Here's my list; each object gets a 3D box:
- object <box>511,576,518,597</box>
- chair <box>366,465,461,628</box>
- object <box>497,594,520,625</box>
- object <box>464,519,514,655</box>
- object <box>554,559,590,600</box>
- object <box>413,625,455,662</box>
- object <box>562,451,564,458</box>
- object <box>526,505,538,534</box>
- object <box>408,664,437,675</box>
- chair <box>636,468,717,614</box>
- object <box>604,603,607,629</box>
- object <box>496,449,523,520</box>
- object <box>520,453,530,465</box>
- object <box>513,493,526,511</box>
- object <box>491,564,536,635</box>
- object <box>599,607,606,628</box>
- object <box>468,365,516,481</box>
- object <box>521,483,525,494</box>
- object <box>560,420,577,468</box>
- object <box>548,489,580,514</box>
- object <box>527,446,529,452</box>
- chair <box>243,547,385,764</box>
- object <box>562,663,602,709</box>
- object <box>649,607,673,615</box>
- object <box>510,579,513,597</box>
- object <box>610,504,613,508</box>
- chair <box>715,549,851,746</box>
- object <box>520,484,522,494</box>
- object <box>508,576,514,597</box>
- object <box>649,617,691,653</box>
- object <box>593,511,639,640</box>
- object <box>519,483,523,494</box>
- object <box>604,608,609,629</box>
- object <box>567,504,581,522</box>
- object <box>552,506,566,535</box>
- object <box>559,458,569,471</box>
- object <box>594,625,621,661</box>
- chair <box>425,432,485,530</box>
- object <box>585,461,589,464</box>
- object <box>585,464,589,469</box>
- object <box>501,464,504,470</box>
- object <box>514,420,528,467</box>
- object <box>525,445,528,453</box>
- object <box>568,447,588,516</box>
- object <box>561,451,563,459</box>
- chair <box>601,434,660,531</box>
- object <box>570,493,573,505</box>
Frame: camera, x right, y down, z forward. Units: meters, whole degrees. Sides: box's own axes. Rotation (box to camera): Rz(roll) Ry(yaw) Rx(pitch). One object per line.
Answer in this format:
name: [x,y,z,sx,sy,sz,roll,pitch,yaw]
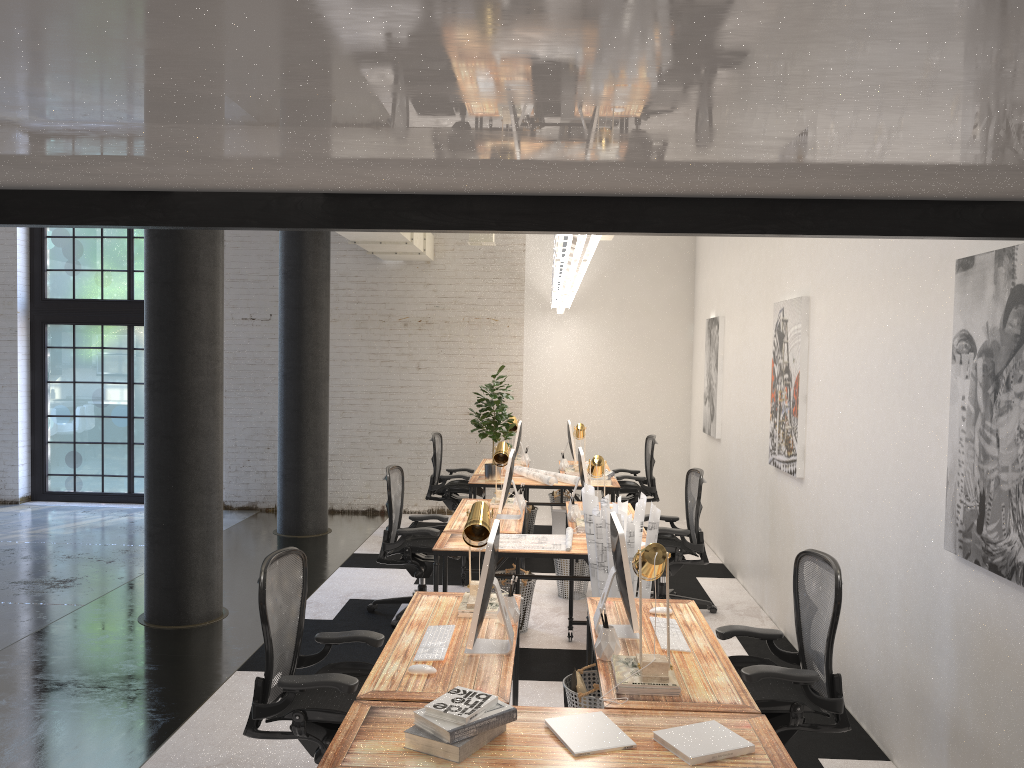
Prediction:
object: [-0.003,0.953,3.915,0.054,0.207,0.008,1,3,-11]
chair: [-0.663,1.148,6.540,0.792,1.086,0.770,0,2,-14]
object: [-0.015,0.994,3.907,0.101,0.127,0.101,-1,3,-43]
object: [-0.086,0.824,3.564,0.189,0.485,0.483,1,2,2]
object: [0.483,1.477,7.061,0.353,0.435,0.358,1,2,-1]
object: [-0.311,1.052,3.609,0.118,0.018,0.438,1,2,2]
object: [0.533,0.782,9.033,0.054,0.207,0.008,-1,3,-33]
object: [0.084,1.393,8.841,0.353,0.435,0.358,1,2,-1]
object: [-0.332,1.055,3.281,0.106,0.029,0.059,1,2,3]
chair: [1.158,1.179,6.654,0.792,1.086,0.770,0,2,-14]
object: [0.370,0.972,3.489,0.008,0.207,0.054,0,3,-15]
object: [-0.014,0.736,6.457,0.189,0.485,0.483,1,2,2]
object: [0.141,0.803,9.478,0.101,0.127,0.101,-1,3,-43]
object: [0.057,0.906,6.801,0.101,0.127,0.101,-1,3,-43]
object: [0.000,1.496,6.163,0.353,0.435,0.358,1,2,-1]
object: [0.365,0.974,3.466,0.054,0.207,0.008,1,3,-11]
object: [-0.183,0.359,8.266,0.439,1.078,0.513,1,3,-7]
object: [0.069,0.864,6.808,0.054,0.207,0.008,1,3,-11]
object: [0.609,0.635,9.375,0.189,0.485,0.483,1,2,2]
object: [0.568,1.374,9.739,0.353,0.435,0.358,1,2,-1]
object: [0.153,0.761,9.486,0.054,0.207,0.008,1,3,-11]
chair: [-0.735,1.237,3.647,0.792,1.086,0.770,0,2,-14]
object: [0.411,1.565,4.168,0.353,0.435,0.358,1,2,-1]
object: [0.690,1.048,4.107,0.106,0.029,0.059,1,2,3]
object: [-0.008,0.952,3.891,0.008,0.207,0.054,0,3,-15]
object: [0.762,0.960,7.001,0.106,0.029,0.059,1,2,3]
chair: [1.086,1.267,3.761,0.792,1.086,0.770,0,2,-14]
object: [0.064,0.864,6.785,0.008,0.207,0.054,0,3,-15]
object: [-0.015,0.952,3.919,0.054,0.207,0.008,-1,3,-33]
object: [0.669,1.065,3.780,0.118,0.018,0.438,1,2,2]
object: [0.453,0.827,3.804,0.189,0.485,0.483,1,2,2]
object: [0.057,0.863,6.813,0.054,0.207,0.008,-1,3,-33]
object: [0.377,0.973,3.461,0.054,0.207,0.008,-1,3,-33]
object: [0.448,0.926,6.371,0.101,0.127,0.101,-1,3,-43]
object: [0.651,1.408,8.452,0.544,0.455,0.221,1,2,2]
object: [0.532,0.823,9.049,0.101,0.127,0.101,-1,3,-43]
object: [0.376,1.015,3.477,0.101,0.127,0.101,-1,3,-43]
chair: [-0.579,1.045,9.218,0.792,1.086,0.770,0,2,-14]
object: [0.847,0.857,9.679,0.106,0.029,0.059,1,2,3]
object: [0.826,0.873,9.352,0.118,0.018,0.438,1,2,2]
object: [-0.155,0.860,9.180,0.118,0.018,0.438,1,2,2]
object: [0.071,0.632,9.135,0.189,0.485,0.483,1,2,2]
object: [0.141,0.760,9.490,0.054,0.207,0.008,-1,3,-33]
object: [0.525,0.738,6.698,0.189,0.485,0.483,1,2,2]
object: [0.522,0.782,9.037,0.054,0.207,0.008,1,3,-11]
chair: [1.242,1.076,9.332,0.792,1.086,0.770,0,2,-14]
object: [0.437,0.885,6.360,0.054,0.207,0.008,1,3,-11]
